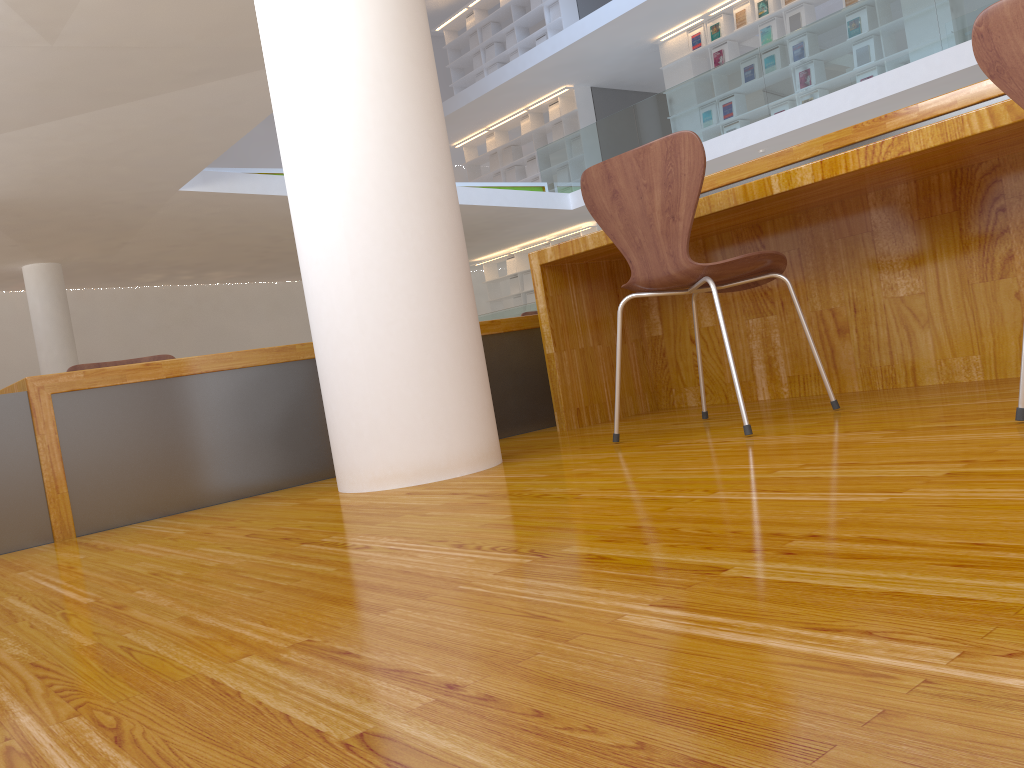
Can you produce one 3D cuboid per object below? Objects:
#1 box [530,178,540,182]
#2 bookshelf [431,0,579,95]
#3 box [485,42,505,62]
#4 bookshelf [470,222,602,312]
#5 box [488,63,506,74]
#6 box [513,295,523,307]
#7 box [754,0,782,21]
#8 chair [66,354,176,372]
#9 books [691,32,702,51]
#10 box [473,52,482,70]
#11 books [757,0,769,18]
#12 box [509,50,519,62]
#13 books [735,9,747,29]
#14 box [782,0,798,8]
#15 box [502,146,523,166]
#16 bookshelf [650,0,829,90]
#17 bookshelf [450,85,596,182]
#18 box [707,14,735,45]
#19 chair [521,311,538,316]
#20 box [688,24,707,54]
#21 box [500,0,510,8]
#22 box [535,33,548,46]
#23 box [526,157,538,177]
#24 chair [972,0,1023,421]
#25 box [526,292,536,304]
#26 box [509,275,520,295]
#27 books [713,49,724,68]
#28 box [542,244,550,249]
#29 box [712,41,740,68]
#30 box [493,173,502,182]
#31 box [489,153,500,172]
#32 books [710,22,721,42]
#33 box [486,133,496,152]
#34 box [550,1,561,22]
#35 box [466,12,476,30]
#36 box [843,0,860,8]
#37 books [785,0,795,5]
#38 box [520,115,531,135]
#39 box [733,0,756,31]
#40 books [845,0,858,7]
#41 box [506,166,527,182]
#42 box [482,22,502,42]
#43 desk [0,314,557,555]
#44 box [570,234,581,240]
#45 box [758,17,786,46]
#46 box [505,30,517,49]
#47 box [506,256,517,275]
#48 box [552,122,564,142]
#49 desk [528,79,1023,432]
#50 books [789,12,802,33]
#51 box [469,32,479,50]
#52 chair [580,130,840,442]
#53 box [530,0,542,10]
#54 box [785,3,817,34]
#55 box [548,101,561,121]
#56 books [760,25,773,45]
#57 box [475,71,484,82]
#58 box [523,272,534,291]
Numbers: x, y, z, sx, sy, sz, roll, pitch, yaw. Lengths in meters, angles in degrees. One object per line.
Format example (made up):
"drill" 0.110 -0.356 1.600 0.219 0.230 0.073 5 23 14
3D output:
"box" 0.450 -3.105 14.070 0.274 0.296 0.245 -10 1 -39
"bookshelf" -0.137 -5.370 14.169 0.498 1.836 2.984 -10 1 -39
"box" -0.280 -5.367 14.455 0.274 0.296 0.245 -10 1 -39
"bookshelf" 0.536 -1.365 14.248 0.498 1.836 2.984 -10 1 -39
"box" -0.234 -5.042 14.472 0.274 0.296 0.245 -10 1 -39
"box" 0.175 -1.331 14.809 0.274 0.296 0.245 -10 1 -39
"box" 3.034 -4.468 10.494 0.274 0.296 0.245 -10 1 -39
"chair" -1.235 0.238 3.048 0.428 0.693 0.381 -10 1 -39
"books" 2.337 -4.324 11.217 0.037 0.210 0.145 -10 1 -39
"box" -0.498 -5.336 14.730 0.274 0.296 0.245 -10 1 -39
"books" 2.958 -4.408 10.435 0.037 0.210 0.145 -10 1 -39
"box" 0.116 -5.092 14.031 0.274 0.296 0.245 -10 1 -39
"books" 2.761 -4.387 10.682 0.037 0.210 0.145 -10 1 -39
"box" 3.266 -4.501 10.203 0.274 0.296 0.245 -10 1 -39
"box" -0.001 -3.703 14.488 0.274 0.296 0.245 -10 1 -39
"bookshelf" 3.278 -3.824 10.337 0.498 1.836 3.666 -10 1 -39
"bookshelf" 0.197 -3.383 14.208 0.498 1.836 2.984 -10 1 -39
"box" 2.594 -4.405 11.048 0.274 0.296 0.245 -10 1 -39
"chair" 0.345 -0.054 4.386 0.428 0.693 0.381 -10 1 -39
"box" 2.404 -4.376 11.288 0.274 0.296 0.245 -10 1 -39
"box" -0.044 -6.065 14.004 0.274 0.296 0.245 -10 1 -39
"box" 0.517 -5.149 13.528 0.274 0.296 0.245 -10 1 -39
"box" 0.387 -3.428 14.075 0.274 0.296 0.245 -10 1 -39
"chair" 1.076 -0.322 1.458 0.381 0.693 0.428 -10 1 -39
"box" 0.393 -1.362 14.534 0.274 0.296 0.245 -10 1 -39
"box" 0.114 -1.654 14.810 0.274 0.296 0.245 -10 1 -39
"books" 2.566 -4.024 11.003 0.037 0.210 0.145 -10 1 -39
"box" 0.629 -2.060 14.083 0.274 0.296 0.245 -10 1 -39
"box" 2.658 -4.082 11.062 0.274 0.296 0.245 -10 1 -39
"box" -0.164 -3.349 14.769 0.274 0.296 0.245 -10 1 -39
"box" -0.225 -3.672 14.770 0.274 0.296 0.245 -10 1 -39
"books" 2.521 -4.349 10.980 0.037 0.210 0.145 -10 1 -39
"box" -0.279 -3.995 14.764 0.274 0.296 0.245 -10 1 -39
"box" 0.719 -5.510 13.198 0.274 0.296 0.245 -10 1 -39
"box" -0.613 -5.982 14.724 0.274 0.296 0.245 -10 1 -39
"box" 3.758 -4.239 9.658 0.274 0.296 0.245 -10 1 -39
"books" 3.183 -4.447 10.151 0.037 0.210 0.145 -10 1 -39
"box" 0.290 -4.078 14.043 0.274 0.296 0.245 -10 1 -39
"box" 2.844 -4.441 10.734 0.274 0.296 0.245 -10 1 -39
"books" 3.676 -4.186 9.606 0.037 0.210 0.145 -10 1 -39
"box" 0.054 -3.380 14.494 0.274 0.296 0.245 -10 1 -39
"box" -0.334 -5.690 14.449 0.274 0.296 0.245 -10 1 -39
"desk" -0.216 0.103 3.407 3.356 0.606 0.760 -10 1 -39
"box" 1.051 -2.119 13.556 0.274 0.296 0.245 -10 1 -39
"box" 3.085 -4.143 10.506 0.274 0.296 0.245 -10 1 -39
"box" 0.053 -5.415 14.036 0.274 0.296 0.245 -10 1 -39
"box" 0.060 -1.977 14.803 0.274 0.296 0.245 -10 1 -39
"box" 0.766 -3.814 13.524 0.274 0.296 0.245 -10 1 -39
"desk" 1.556 -0.441 2.095 1.247 0.762 3.194 -10 1 -39
"books" 3.243 -4.122 10.146 0.037 0.210 0.145 -10 1 -39
"box" -0.559 -5.659 14.731 0.274 0.296 0.245 -10 1 -39
"chair" 0.474 -0.236 2.216 0.381 0.693 0.428 -10 1 -39
"box" 0.432 -5.801 13.484 0.274 0.296 0.245 -10 1 -39
"box" 3.319 -4.176 10.212 0.274 0.296 0.245 -10 1 -39
"box" 0.712 -4.137 13.516 0.274 0.296 0.245 -10 1 -39
"books" 2.998 -4.097 10.452 0.037 0.210 0.145 -10 1 -39
"box" -0.456 -5.010 14.751 0.274 0.296 0.245 -10 1 -39
"box" 0.338 -1.685 14.528 0.274 0.296 0.245 -10 1 -39
